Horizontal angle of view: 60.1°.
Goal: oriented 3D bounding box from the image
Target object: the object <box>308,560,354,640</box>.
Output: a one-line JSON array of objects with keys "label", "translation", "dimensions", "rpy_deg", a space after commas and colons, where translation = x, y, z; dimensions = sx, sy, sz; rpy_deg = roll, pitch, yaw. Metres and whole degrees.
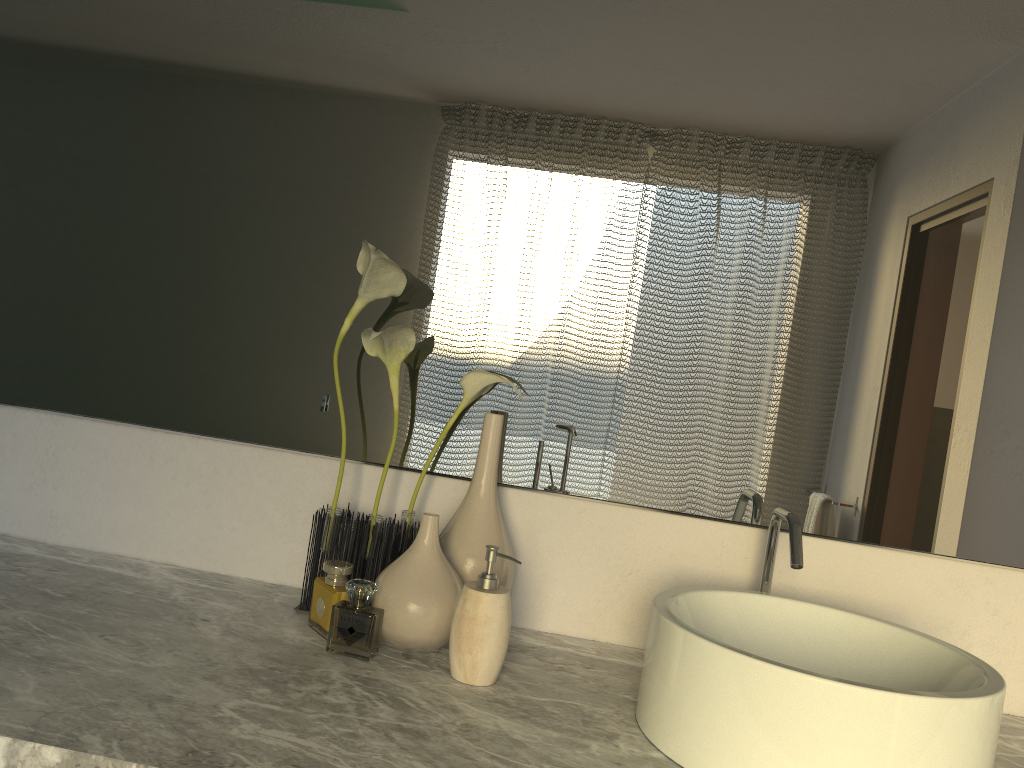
[{"label": "object", "translation": [-0.226, 0.273, 1.124], "dimensions": [0.038, 0.092, 0.067], "rpy_deg": [8, 1, -36]}]

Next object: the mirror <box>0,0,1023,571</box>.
[{"label": "mirror", "translation": [-0.566, -0.519, 1.328], "dimensions": [4.098, 1.152, 0.017], "rpy_deg": [9, 1, 6]}]

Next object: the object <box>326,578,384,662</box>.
[{"label": "object", "translation": [-0.185, 0.278, 1.060], "dimensions": [0.058, 0.090, 0.038], "rpy_deg": [9, 1, 15]}]

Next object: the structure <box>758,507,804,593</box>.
[{"label": "structure", "translation": [0.313, 0.278, 1.135], "dimensions": [0.066, 0.242, 0.163], "rpy_deg": [9, 1, 7]}]

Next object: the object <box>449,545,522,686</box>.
[{"label": "object", "translation": [-0.034, 0.269, 1.044], "dimensions": [0.070, 0.158, 0.071], "rpy_deg": [8, 1, -13]}]

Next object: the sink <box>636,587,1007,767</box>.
[{"label": "sink", "translation": [0.325, 0.337, 0.970], "dimensions": [0.352, 0.131, 0.362], "rpy_deg": [8, 1, -18]}]

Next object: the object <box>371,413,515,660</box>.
[{"label": "object", "translation": [-0.076, 0.188, 1.162], "dimensions": [0.123, 0.305, 0.234], "rpy_deg": [9, 1, 30]}]

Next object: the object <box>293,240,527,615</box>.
[{"label": "object", "translation": [-0.137, 0.078, 1.199], "dimensions": [0.240, 0.504, 0.191], "rpy_deg": [8, 1, -17]}]

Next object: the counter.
[{"label": "counter", "translation": [-0.249, 0.368, 1.014], "dimensions": [2.269, 0.101, 0.584], "rpy_deg": [9, 1, 5]}]
